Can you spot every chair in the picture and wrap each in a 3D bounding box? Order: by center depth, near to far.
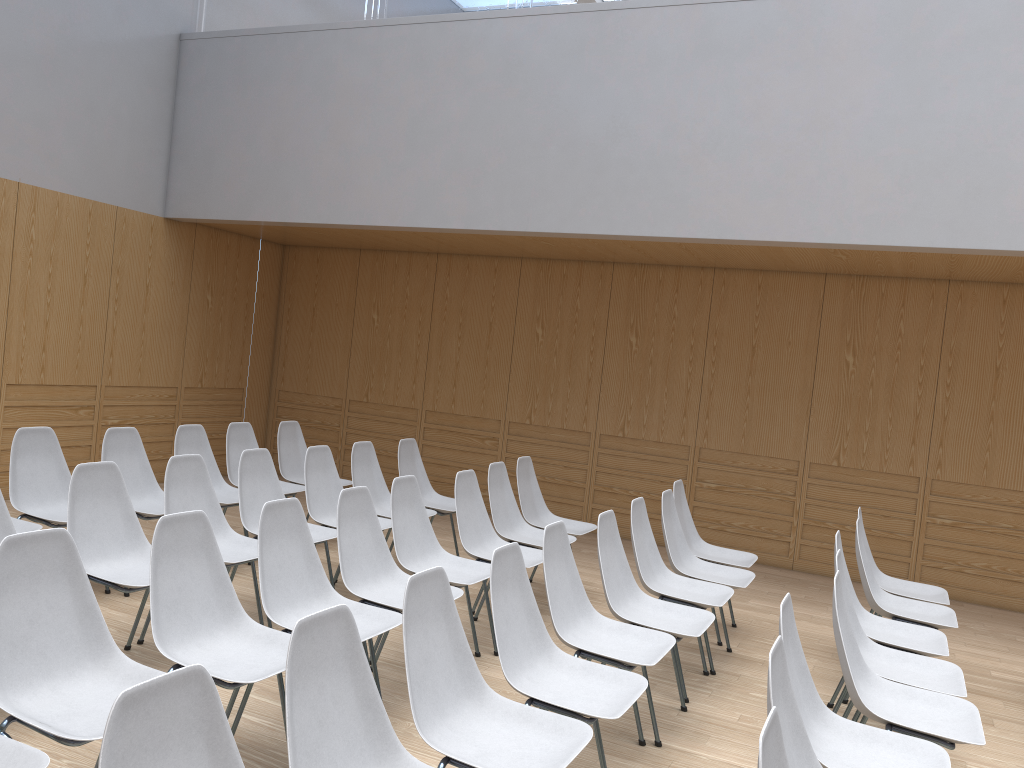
[{"bbox_3d":[-0.451,0.988,1.513,0.505,0.876,0.479,7,2,24],"label":"chair"},{"bbox_3d":[0.671,1.102,1.606,0.505,0.876,0.479,7,2,24],"label":"chair"},{"bbox_3d":[-1.370,0.879,1.962,0.505,0.876,0.479,7,2,24],"label":"chair"},{"bbox_3d":[-0.265,0.993,1.994,0.505,0.876,0.479,7,2,24],"label":"chair"},{"bbox_3d":[0.836,1.105,2.116,0.505,0.876,0.479,7,2,24],"label":"chair"},{"bbox_3d":[-1.189,0.884,2.462,0.505,0.876,0.479,7,2,24],"label":"chair"},{"bbox_3d":[-0.068,1.000,2.479,0.505,0.876,0.479,7,2,24],"label":"chair"},{"bbox_3d":[1.011,1.109,2.603,0.505,0.876,0.479,7,2,24],"label":"chair"},{"bbox_3d":[-0.938,0.897,2.922,0.505,0.876,0.479,7,2,24],"label":"chair"},{"bbox_3d":[0.160,1.011,2.939,0.505,0.876,0.479,7,2,24],"label":"chair"},{"bbox_3d":[1.326,1.130,3.037,0.505,0.876,0.479,7,2,24],"label":"chair"},{"bbox_3d":[-1.933,0.782,3.331,0.505,0.876,0.479,7,2,24],"label":"chair"},{"bbox_3d":[-0.714,0.909,3.351,0.505,0.876,0.479,7,2,24],"label":"chair"},{"bbox_3d":[0.350,1.016,3.459,0.505,0.876,0.479,7,2,24],"label":"chair"},{"bbox_3d":[1.492,1.135,3.475,0.505,0.876,0.479,7,2,24],"label":"chair"},{"bbox_3d":[-1.627,0.802,3.768,0.505,0.876,0.479,7,2,24],"label":"chair"},{"bbox_3d":[-0.514,0.916,3.819,0.505,0.876,0.479,7,2,24],"label":"chair"},{"bbox_3d":[0.602,1.031,3.875,0.505,0.876,0.479,7,2,24],"label":"chair"},{"bbox_3d":[1.672,1.140,3.973,0.505,0.876,0.479,7,2,24],"label":"chair"},{"bbox_3d":[-2.556,0.693,4.170,0.505,0.876,0.479,7,2,24],"label":"chair"},{"bbox_3d":[-1.421,0.809,4.269,0.505,0.876,0.479,7,2,24],"label":"chair"},{"bbox_3d":[-0.353,0.919,4.319,0.505,0.876,0.479,7,2,24],"label":"chair"},{"bbox_3d":[0.816,1.039,4.396,0.505,0.876,0.479,7,2,24],"label":"chair"},{"bbox_3d":[1.955,1.156,4.460,0.505,0.876,0.479,7,2,24],"label":"chair"},{"bbox_3d":[-2.401,0.694,4.713,0.505,0.876,0.479,7,2,24],"label":"chair"},{"bbox_3d":[-1.222,0.816,4.760,0.505,0.876,0.479,7,2,24],"label":"chair"},{"bbox_3d":[-0.074,0.935,4.773,0.505,0.876,0.479,7,2,24],"label":"chair"},{"bbox_3d":[1.041,1.050,4.827,0.505,0.876,0.479,7,2,24],"label":"chair"},{"bbox_3d":[2.144,1.162,4.925,0.505,0.876,0.479,7,2,24],"label":"chair"},{"bbox_3d":[-2.105,0.714,5.106,0.505,0.876,0.479,7,2,24],"label":"chair"},{"bbox_3d":[-0.973,0.830,5.197,0.505,0.876,0.479,7,2,24],"label":"chair"},{"bbox_3d":[0.089,0.938,5.302,0.505,0.876,0.479,7,2,24],"label":"chair"},{"bbox_3d":[1.197,1.052,5.341,0.505,0.876,0.479,7,2,24],"label":"chair"},{"bbox_3d":[-1.886,0.723,5.616,0.505,0.876,0.479,7,2,24],"label":"chair"},{"bbox_3d":[-0.789,0.836,5.675,0.505,0.876,0.479,7,2,24],"label":"chair"},{"bbox_3d":[0.262,0.942,5.785,0.505,0.876,0.479,7,2,24],"label":"chair"},{"bbox_3d":[-1.714,0.727,6.089,0.505,0.876,0.479,7,2,24],"label":"chair"},{"bbox_3d":[-0.553,0.847,6.154,0.505,0.876,0.479,7,2,24],"label":"chair"},{"bbox_3d":[-1.486,0.738,6.548,0.505,0.876,0.479,7,2,24],"label":"chair"}]

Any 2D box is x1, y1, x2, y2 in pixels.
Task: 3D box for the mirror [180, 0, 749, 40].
[{"bbox_3d":[5.229,-3.202,4.451,17.824,2.090,0.253,7,2,24],"label":"mirror"}]
